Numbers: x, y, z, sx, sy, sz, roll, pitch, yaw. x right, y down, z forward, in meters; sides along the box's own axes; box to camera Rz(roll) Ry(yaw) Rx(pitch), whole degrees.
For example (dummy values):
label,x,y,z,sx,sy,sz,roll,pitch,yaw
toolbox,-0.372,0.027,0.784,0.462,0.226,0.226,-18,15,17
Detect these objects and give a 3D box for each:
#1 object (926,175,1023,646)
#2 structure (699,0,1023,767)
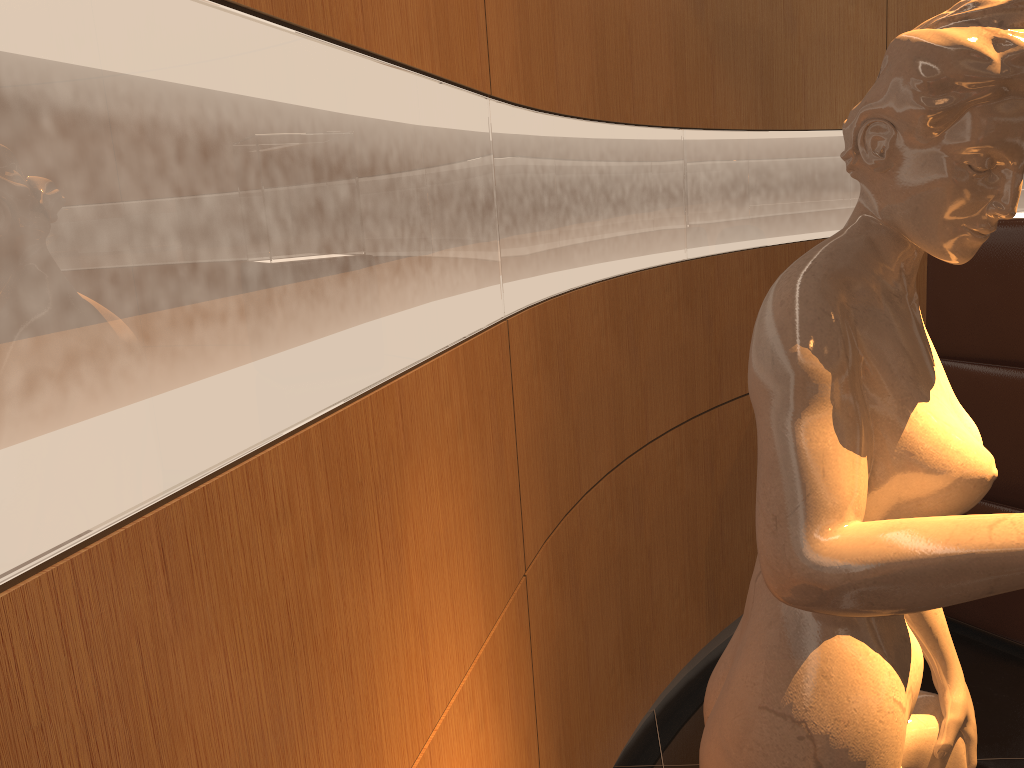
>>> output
label,x,y,z,sx,sy,sz,roll,pitch,yaw
object,1.812,-0.093,3.152,0.484,2.000,0.498,-11,13,-30
structure,0.427,0.505,1.098,0.477,1.836,0.733,-3,11,4
